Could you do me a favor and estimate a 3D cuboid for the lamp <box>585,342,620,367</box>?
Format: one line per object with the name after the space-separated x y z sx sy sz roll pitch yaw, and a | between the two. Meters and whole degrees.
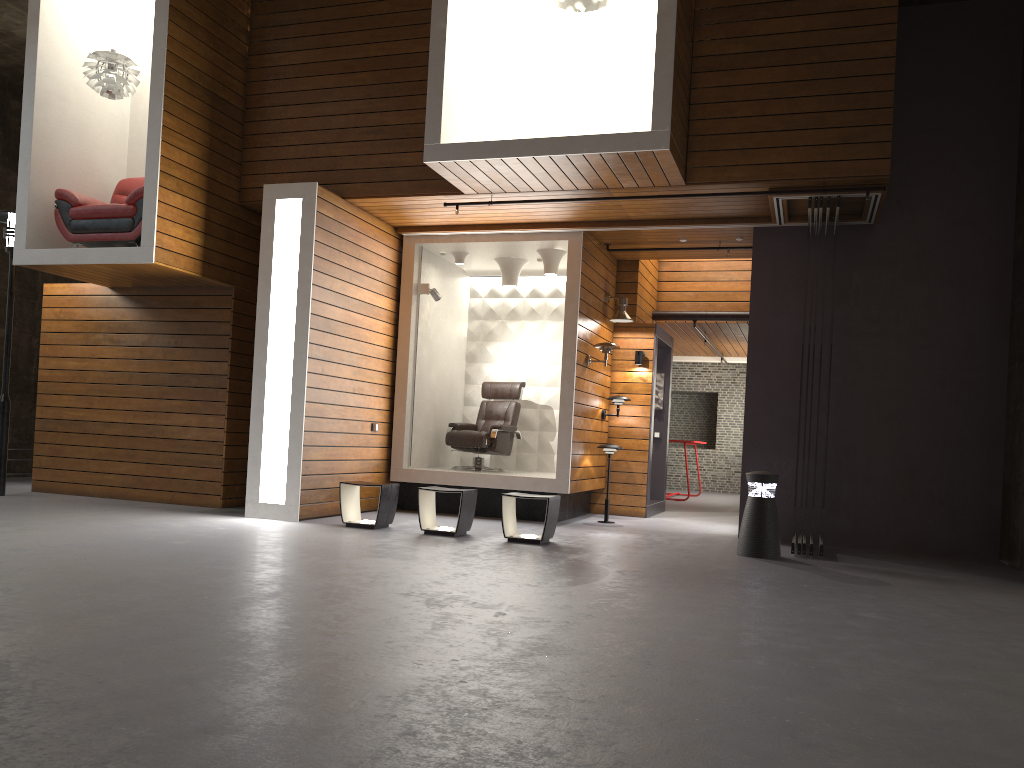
0.971 -0.314 9.427 0.351 0.271 0.288 2 -2 19 | lamp

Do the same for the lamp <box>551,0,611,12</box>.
0.613 -3.800 7.581 0.529 0.986 0.531 2 -2 31 | lamp

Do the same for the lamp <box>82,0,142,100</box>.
-3.701 -3.572 8.282 0.512 1.773 0.487 3 -1 -17 | lamp

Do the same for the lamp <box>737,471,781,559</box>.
2.041 1.062 7.268 0.348 0.696 0.349 2 -1 24 | lamp

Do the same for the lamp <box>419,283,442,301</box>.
-0.894 -1.009 9.746 0.249 0.188 0.129 4 -2 -13 | lamp

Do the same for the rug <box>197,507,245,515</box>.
-2.493 1.275 9.056 0.540 0.014 1.581 2 -4 19 | rug

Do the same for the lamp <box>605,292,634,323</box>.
1.237 -0.884 10.145 0.345 0.331 0.295 2 -2 21 | lamp

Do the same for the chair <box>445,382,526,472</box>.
-0.313 0.478 10.391 0.754 1.070 0.826 2 -2 34 | chair

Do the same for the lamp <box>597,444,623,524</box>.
1.042 1.071 9.598 0.287 0.862 0.288 3 -1 4 | lamp

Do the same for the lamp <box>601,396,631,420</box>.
1.213 0.274 10.266 0.326 0.296 0.288 2 -2 19 | lamp

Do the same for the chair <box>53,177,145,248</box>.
-3.638 -1.659 8.593 1.199 0.937 0.954 2 -2 19 | chair

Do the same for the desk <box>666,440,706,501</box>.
2.766 1.452 15.068 0.843 0.984 1.720 2 -3 19 | desk

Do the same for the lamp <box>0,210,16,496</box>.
-5.123 -0.264 8.988 0.631 2.945 0.629 4 -1 -30 | lamp

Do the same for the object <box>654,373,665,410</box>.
1.823 0.095 11.780 0.380 0.478 0.048 2 -1 19 | object
